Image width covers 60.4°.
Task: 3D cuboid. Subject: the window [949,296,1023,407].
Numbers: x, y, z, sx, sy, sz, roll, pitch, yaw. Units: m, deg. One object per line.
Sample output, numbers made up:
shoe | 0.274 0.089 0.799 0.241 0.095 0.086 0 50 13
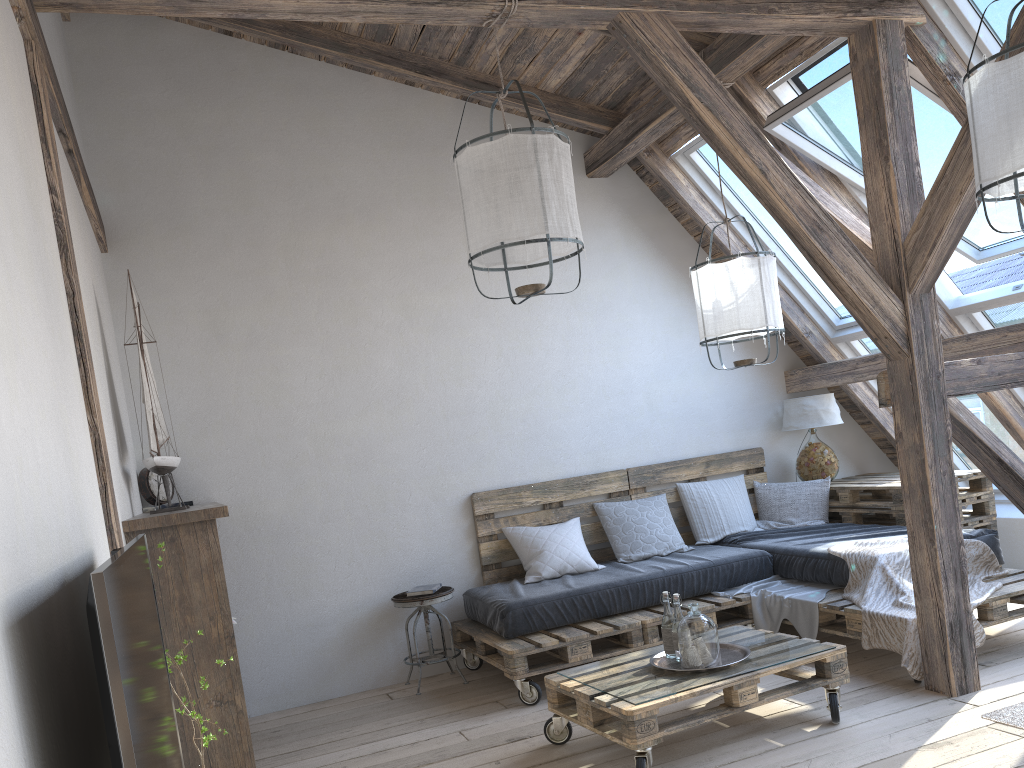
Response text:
window | 3.073 0.063 4.544 1.090 1.281 0.858 -8 1 -20

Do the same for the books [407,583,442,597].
books | -0.479 1.126 4.814 0.150 0.021 0.204 -9 -4 8

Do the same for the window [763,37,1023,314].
window | 2.022 -1.015 4.158 1.342 1.281 0.858 -8 1 -20

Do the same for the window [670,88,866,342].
window | 1.663 -0.902 5.006 1.090 1.281 0.858 -8 1 -20

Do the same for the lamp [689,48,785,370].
lamp | 1.013 -0.833 4.181 0.402 1.523 0.403 -7 3 21

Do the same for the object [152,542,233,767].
object | -0.930 0.999 2.553 0.272 1.124 0.518 -10 2 -34

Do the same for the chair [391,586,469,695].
chair | -0.455 1.398 4.845 0.352 0.522 0.355 -8 1 -17

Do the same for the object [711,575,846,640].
object | 1.463 1.181 4.643 0.500 0.277 0.715 -6 -4 -36

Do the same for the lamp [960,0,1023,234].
lamp | 1.560 -1.127 2.645 0.403 1.309 0.402 -10 3 -44

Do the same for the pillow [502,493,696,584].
pillow | 0.522 0.886 5.174 1.123 0.356 0.352 -7 -1 -20

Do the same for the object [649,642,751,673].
object | 0.742 1.082 3.475 0.394 0.022 0.395 -8 -4 -1

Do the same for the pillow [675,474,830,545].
pillow | 1.530 0.755 5.577 0.966 0.401 0.386 -8 0 -4

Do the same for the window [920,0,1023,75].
window | 2.296 -1.118 3.279 1.090 1.281 0.858 -8 1 -20

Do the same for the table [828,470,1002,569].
table | 2.401 0.947 5.561 0.671 0.703 1.023 -8 -2 -21

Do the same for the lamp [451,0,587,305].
lamp | -0.012 -0.836 3.005 0.410 1.087 0.396 -7 2 21

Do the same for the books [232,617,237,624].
books | -1.349 1.024 3.800 0.219 0.088 0.263 -6 -4 -40

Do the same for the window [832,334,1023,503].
window | 2.757 0.171 5.408 1.090 1.281 0.858 -8 1 -20

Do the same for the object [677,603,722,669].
object | 0.712 0.963 3.383 0.157 0.248 0.154 -7 1 38

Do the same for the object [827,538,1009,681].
object | 1.965 0.979 4.010 0.813 0.474 1.007 -9 -3 9

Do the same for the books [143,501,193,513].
books | -1.749 0.625 4.484 0.234 0.025 0.179 -7 -4 -20

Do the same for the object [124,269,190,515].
object | -1.510 0.045 3.697 0.140 0.995 0.792 -9 0 -16

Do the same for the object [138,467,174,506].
object | -1.801 0.514 4.463 0.082 0.210 0.203 -8 0 15

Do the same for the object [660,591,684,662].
object | 0.654 0.972 3.537 0.071 0.268 0.154 -9 2 -21

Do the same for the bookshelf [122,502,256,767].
bookshelf | -1.366 1.128 3.853 0.346 1.176 1.633 -9 -1 -21

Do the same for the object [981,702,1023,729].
object | 3.277 0.897 2.126 2.175 0.056 3.208 -7 -4 -20

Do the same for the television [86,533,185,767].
television | -0.655 0.646 1.605 0.205 0.707 1.109 -9 -2 -21

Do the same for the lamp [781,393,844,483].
lamp | 1.890 0.749 5.915 0.385 1.289 0.828 -10 2 -35
